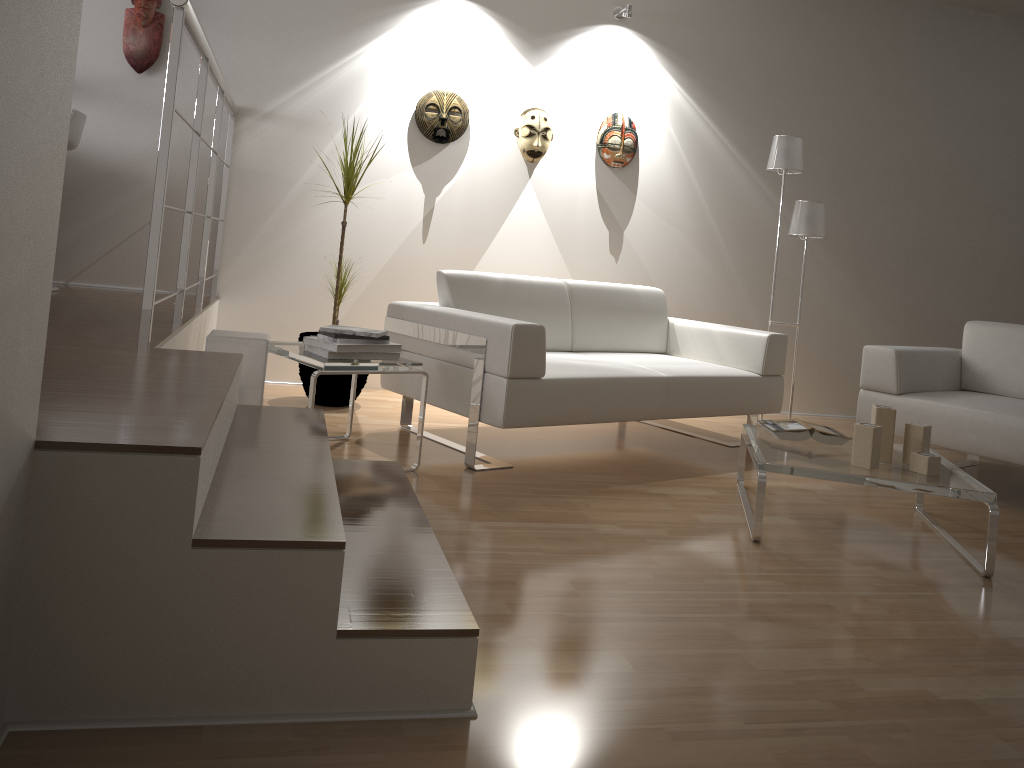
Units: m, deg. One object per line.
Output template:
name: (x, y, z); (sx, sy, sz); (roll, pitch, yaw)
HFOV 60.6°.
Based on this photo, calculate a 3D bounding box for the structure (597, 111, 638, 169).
structure: (0.651, -1.477, 5.289); (0.264, 0.354, 0.075); (5, 0, -14)

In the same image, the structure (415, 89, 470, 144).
structure: (-0.395, -1.538, 5.023); (0.316, 0.316, 0.069); (5, 0, -14)

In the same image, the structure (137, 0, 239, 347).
structure: (-1.294, -0.814, 3.652); (0.057, 1.044, 2.351); (6, 6, -15)

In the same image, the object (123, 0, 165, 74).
object: (-1.933, -2.032, 4.633); (0.152, 0.789, 0.150); (5, -1, 30)

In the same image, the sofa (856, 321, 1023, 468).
sofa: (2.515, 0.169, 3.681); (0.901, 0.737, 1.805); (2, 7, -39)

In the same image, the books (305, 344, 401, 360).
books: (-0.590, -0.120, 3.237); (0.286, 0.027, 0.230); (0, 10, -34)

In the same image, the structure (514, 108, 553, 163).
structure: (0.142, -1.463, 5.131); (0.242, 0.329, 0.130); (5, 0, -13)

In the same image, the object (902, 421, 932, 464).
object: (1.386, 0.199, 2.999); (0.066, 0.151, 0.068); (5, 1, -44)

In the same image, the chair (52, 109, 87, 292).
chair: (-2.266, -0.869, 4.080); (0.424, 0.847, 0.389); (5, 1, -19)

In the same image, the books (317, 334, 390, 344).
books: (-0.585, -0.168, 3.238); (0.216, 0.014, 0.153); (-2, 11, -44)

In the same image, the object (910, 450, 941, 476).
object: (1.351, 0.254, 2.860); (0.067, 0.074, 0.068); (4, 4, -29)

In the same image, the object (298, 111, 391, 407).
object: (-0.870, -0.634, 4.398); (0.440, 1.473, 0.502); (6, 0, -2)

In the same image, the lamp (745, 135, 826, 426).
lamp: (1.577, -0.576, 4.999); (0.366, 1.670, 0.208); (6, -1, 6)

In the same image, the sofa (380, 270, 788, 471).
sofa: (0.386, -0.104, 4.113); (1.774, 0.737, 0.917); (0, 7, -39)

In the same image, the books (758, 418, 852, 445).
books: (1.098, 0.174, 3.301); (0.292, 0.056, 0.205); (6, 7, 1)

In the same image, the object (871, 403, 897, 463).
object: (1.270, 0.164, 3.006); (0.067, 0.196, 0.067); (6, 0, 11)

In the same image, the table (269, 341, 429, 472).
table: (-0.673, 0.077, 3.304); (0.462, 0.399, 0.557); (2, 6, -39)

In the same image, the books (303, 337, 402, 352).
books: (-0.587, -0.147, 3.237); (0.286, 0.027, 0.230); (-2, 11, -44)

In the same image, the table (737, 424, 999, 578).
table: (1.182, 0.370, 3.070); (0.702, 0.248, 0.799); (7, 7, 11)

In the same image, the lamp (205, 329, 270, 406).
lamp: (-0.913, 0.075, 2.869); (0.198, 0.480, 0.193); (6, 0, -14)

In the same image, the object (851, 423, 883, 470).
object: (1.162, 0.196, 2.865); (0.066, 0.150, 0.068); (5, 1, -44)

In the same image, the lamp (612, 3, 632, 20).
lamp: (0.668, -2.224, 5.231); (0.080, 0.108, 0.193); (5, 6, -15)
